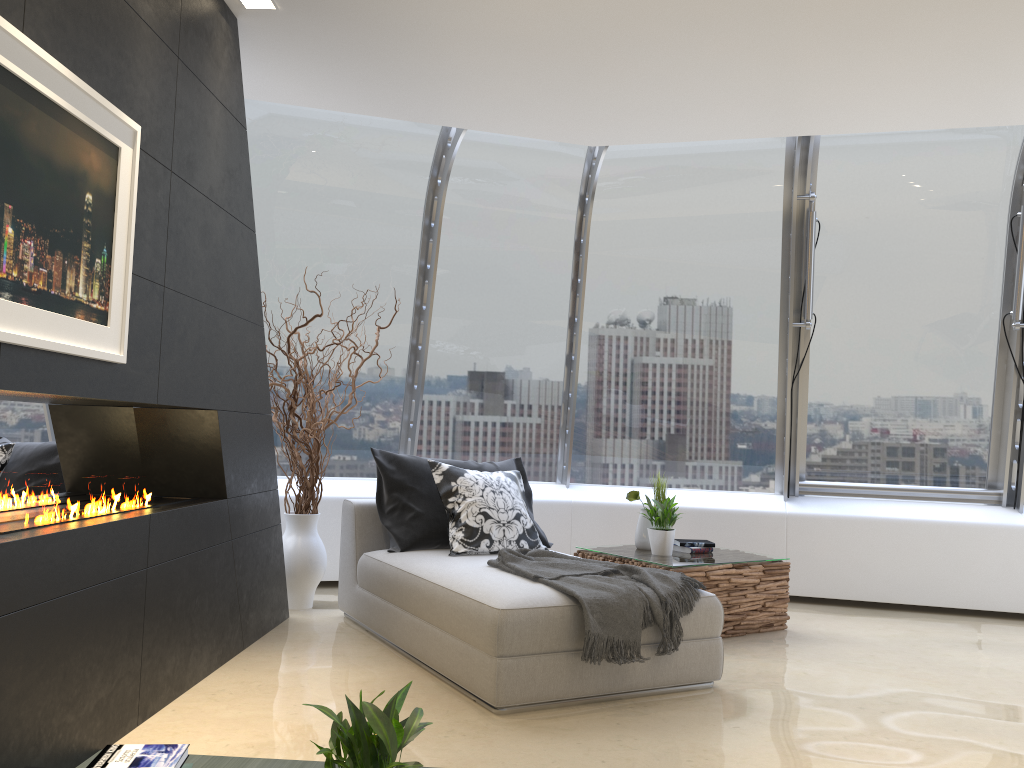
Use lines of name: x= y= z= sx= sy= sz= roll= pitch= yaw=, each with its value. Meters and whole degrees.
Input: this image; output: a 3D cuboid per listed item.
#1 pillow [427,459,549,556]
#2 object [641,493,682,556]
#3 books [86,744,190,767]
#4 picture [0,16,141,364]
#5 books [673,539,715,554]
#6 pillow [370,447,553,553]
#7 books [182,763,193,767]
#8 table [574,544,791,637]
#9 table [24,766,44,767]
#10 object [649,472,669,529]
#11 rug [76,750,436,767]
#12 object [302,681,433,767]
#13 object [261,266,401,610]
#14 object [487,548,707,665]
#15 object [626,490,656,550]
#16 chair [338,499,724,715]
pillow: x=-0.126 y=0.697 z=4.965 sx=0.683 sy=0.528 sz=0.431 roll=4 pitch=-4 yaw=-34
object: x=0.898 y=0.838 z=5.315 sx=0.284 sy=0.369 sz=0.215 roll=0 pitch=-4 yaw=35
books: x=-0.833 y=0.845 z=1.981 sx=0.185 sy=0.027 sz=0.154 roll=3 pitch=-4 yaw=-7
picture: x=-1.308 y=-0.533 z=1.940 sx=0.025 sy=0.804 sz=2.068 roll=2 pitch=-3 yaw=2
books: x=1.124 y=1.009 z=5.510 sx=0.265 sy=0.063 sz=0.246 roll=3 pitch=-4 yaw=-11
pillow: x=-0.293 y=0.689 z=5.218 sx=1.070 sy=0.597 sz=0.510 roll=4 pitch=-4 yaw=-28
books: x=-0.820 y=0.922 z=1.983 sx=0.307 sy=0.126 sz=0.223 roll=3 pitch=-4 yaw=-9
table: x=1.026 y=1.249 z=5.418 sx=1.007 sy=0.436 sz=0.923 roll=4 pitch=-4 yaw=-33
table: x=-0.290 y=1.093 z=1.915 sx=1.982 sy=0.187 sz=0.594 roll=2 pitch=-4 yaw=4
object: x=0.945 y=0.790 z=5.700 sx=0.153 sy=0.511 sz=0.150 roll=4 pitch=-4 yaw=-30
rug: x=-0.203 y=1.181 z=1.778 sx=2.923 sy=0.012 sz=2.194 roll=2 pitch=-3 yaw=3
object: x=-0.300 y=0.813 z=1.862 sx=0.284 sy=0.369 sz=0.215 roll=3 pitch=-4 yaw=-20
object: x=-1.500 y=0.331 z=5.426 sx=1.370 sy=2.059 sz=1.508 roll=2 pitch=-3 yaw=3
object: x=0.418 y=0.983 z=4.142 sx=0.825 sy=0.359 sz=1.024 roll=4 pitch=-4 yaw=-29
object: x=0.798 y=0.844 z=5.508 sx=0.297 sy=0.370 sz=0.152 roll=5 pitch=-5 yaw=-43
chair: x=-0.027 y=1.025 z=4.628 sx=1.176 sy=0.690 sz=2.068 roll=4 pitch=-4 yaw=-28
